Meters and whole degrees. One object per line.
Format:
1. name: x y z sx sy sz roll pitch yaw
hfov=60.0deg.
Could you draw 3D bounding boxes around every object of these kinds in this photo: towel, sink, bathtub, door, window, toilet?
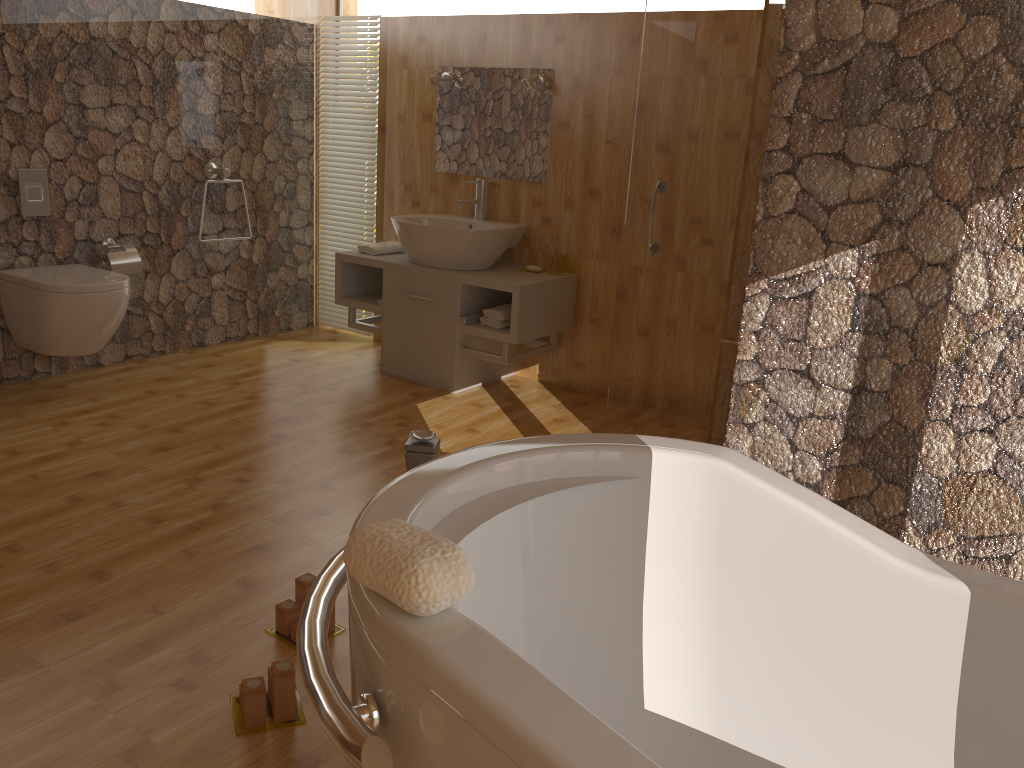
1. towel: -0.670 -0.704 4.583 0.140 0.048 0.225 16 20 37
2. towel: -0.015 -0.342 4.170 0.140 0.048 0.225 16 20 37
3. sink: -0.284 -0.790 4.319 0.634 0.409 0.533 14 19 32
4. bathtub: 0.567 0.544 1.043 1.946 0.900 0.977 15 20 35
5. door: 0.888 -0.772 3.349 0.983 2.147 0.077 -1 17 -16
6. window: 0.621 -1.018 4.141 3.964 2.164 0.010 14 19 32
7. toilet: -1.889 -0.303 3.829 0.507 0.337 0.371 14 19 32
8. towel: -0.029 -0.306 4.177 0.140 0.048 0.225 16 20 37

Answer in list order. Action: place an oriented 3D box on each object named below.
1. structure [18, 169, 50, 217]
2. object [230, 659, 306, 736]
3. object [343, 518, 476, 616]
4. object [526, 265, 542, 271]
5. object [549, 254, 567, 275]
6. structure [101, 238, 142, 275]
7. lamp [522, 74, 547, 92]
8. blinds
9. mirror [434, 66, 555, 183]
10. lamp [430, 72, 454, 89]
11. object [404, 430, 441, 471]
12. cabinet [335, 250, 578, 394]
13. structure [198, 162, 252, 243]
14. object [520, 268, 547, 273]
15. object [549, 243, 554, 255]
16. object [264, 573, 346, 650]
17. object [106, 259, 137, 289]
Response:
1. structure: -2.062 -0.826 3.826 0.010 0.200 0.120 14 19 32
2. object: -0.520 0.635 1.881 0.141 0.131 0.141 -3 17 -22
3. object: -0.123 0.212 1.040 0.166 0.077 0.105 18 21 40
4. object: 0.107 -0.562 4.309 0.075 0.023 0.050 -2 17 -20
5. object: 0.220 -0.574 4.257 0.060 0.093 0.060 14 19 32
6. structure: -1.840 -0.593 4.126 0.154 0.151 0.170 14 19 32
7. lamp: 0.099 -1.411 4.145 0.080 0.080 0.124 14 19 32
8. blinds: -0.915 -1.369 4.971 0.420 2.178 0.042 14 19 32
9. mirror: -0.105 -1.293 4.399 0.698 0.523 0.005 14 19 32
10. lamp: -0.361 -1.527 4.444 0.080 0.080 0.124 14 19 32
11. object: 0.839 -0.376 2.462 2.276 1.921 0.347 0 16 -13
12. cabinet: -0.313 -0.322 4.460 1.136 0.570 0.517 14 19 32
13. structure: -1.498 -0.931 4.542 0.133 0.387 0.332 14 19 32
14. object: 0.105 -0.554 4.310 0.100 0.010 0.100 14 19 32
15. object: 0.200 -0.610 4.245 0.063 0.132 0.012 -4 18 -26
16. object: -0.508 0.550 2.182 0.141 0.131 0.141 16 20 36
17. object: -1.822 -0.520 4.139 0.090 0.151 0.098 14 19 32
